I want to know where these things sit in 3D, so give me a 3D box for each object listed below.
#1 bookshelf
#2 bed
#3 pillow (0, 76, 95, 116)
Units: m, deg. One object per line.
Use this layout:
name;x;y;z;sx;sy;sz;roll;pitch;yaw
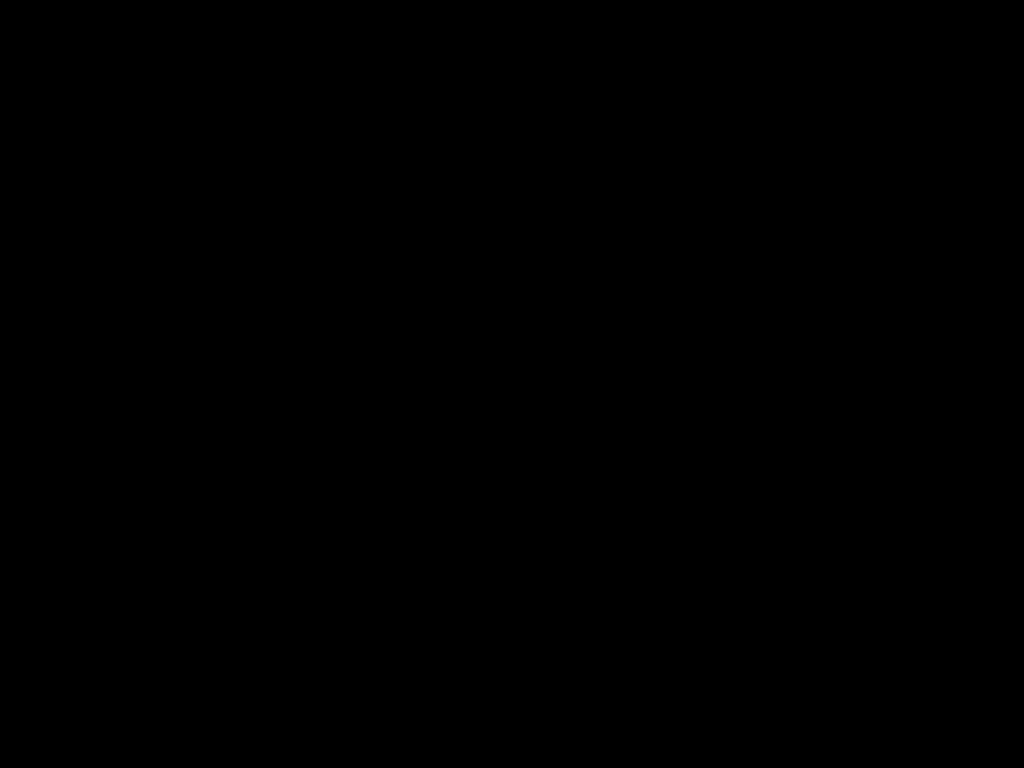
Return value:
bookshelf;-1.622;-0.556;1.773;1.495;0.303;0.643;10;6;-43
bed;-0.345;-0.488;0.425;2.087;0.994;3.009;10;6;-43
pillow;-1.167;-0.717;1.791;0.470;0.241;0.498;15;5;11
